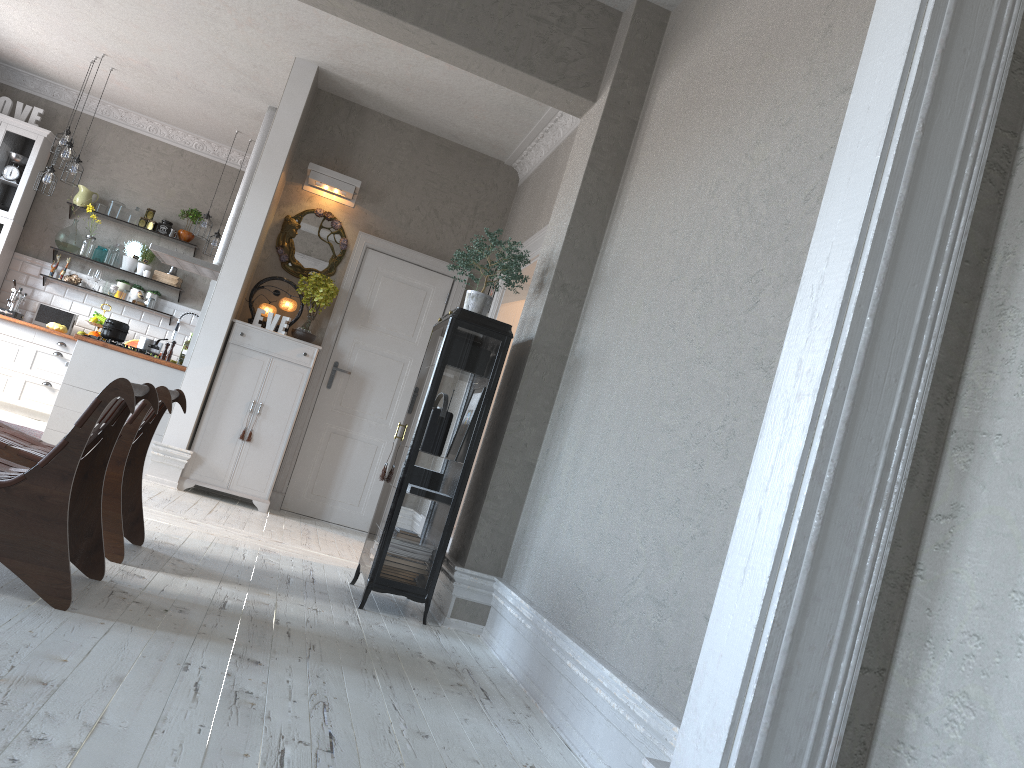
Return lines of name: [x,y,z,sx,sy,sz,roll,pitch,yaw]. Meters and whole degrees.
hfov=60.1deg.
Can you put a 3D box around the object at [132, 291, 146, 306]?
object: [-3.902,-0.899,9.315,0.098,0.147,0.121,11,-9,44]

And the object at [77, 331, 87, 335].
object: [-4.369,-0.499,9.036,0.076,0.072,0.153,15,-6,16]

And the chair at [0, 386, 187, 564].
chair: [-1.965,0.226,3.638,1.027,0.722,0.502,18,-6,-14]

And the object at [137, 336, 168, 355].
object: [-2.721,-0.295,6.791,0.299,0.134,0.177,15,-6,20]

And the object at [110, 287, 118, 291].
object: [-4.141,-0.971,9.201,0.077,0.051,0.077,16,-6,5]

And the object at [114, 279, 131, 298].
object: [-4.123,-1.003,9.337,0.159,0.217,0.153,21,-8,-34]

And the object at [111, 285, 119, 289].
object: [-4.134,-0.995,9.204,0.078,0.051,0.076,20,-7,-28]

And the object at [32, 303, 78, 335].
object: [-4.636,-0.652,8.982,0.355,0.226,0.087,18,-7,-14]

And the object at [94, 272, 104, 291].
object: [-4.327,-1.072,9.255,0.083,0.217,0.080,20,-7,-27]

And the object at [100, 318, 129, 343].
object: [-2.915,-0.392,6.504,0.194,0.147,0.189,21,-7,-34]

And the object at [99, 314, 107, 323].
object: [-4.171,-0.649,9.120,0.180,0.096,0.088,16,-6,6]

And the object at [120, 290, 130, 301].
object: [-4.048,-0.929,9.283,0.079,0.108,0.076,19,-7,-20]

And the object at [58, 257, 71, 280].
object: [-4.621,-1.191,9.164,0.052,0.265,0.062,14,-7,23]

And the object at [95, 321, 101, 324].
object: [-4.210,-0.614,9.008,0.064,0.061,0.066,18,-6,-14]

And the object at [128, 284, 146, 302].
object: [-3.981,-0.951,9.384,0.171,0.214,0.149,15,-7,16]

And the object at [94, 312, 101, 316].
object: [-4.234,-0.709,9.038,0.074,0.058,0.050,21,-8,-37]

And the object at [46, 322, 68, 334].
object: [-4.519,-0.561,8.804,0.199,0.083,0.187,18,-6,-13]

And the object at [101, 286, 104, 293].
object: [-4.266,-0.980,9.288,0.077,0.083,0.078,16,-6,4]

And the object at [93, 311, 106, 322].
object: [-4.178,-0.669,9.049,0.212,0.101,0.066,18,-6,-8]

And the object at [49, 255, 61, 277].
object: [-4.723,-1.223,9.152,0.054,0.265,0.060,23,-9,-42]

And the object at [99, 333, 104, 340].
object: [-4.191,-0.484,9.015,0.088,0.078,0.088,15,-6,13]

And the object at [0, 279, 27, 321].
object: [-4.956,-0.842,8.808,0.208,0.370,0.349,18,-6,-13]

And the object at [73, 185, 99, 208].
object: [-4.432,-1.929,9.189,0.191,0.217,0.173,17,-6,0]

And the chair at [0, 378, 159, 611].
chair: [-1.763,0.199,2.815,1.027,0.722,0.502,18,-6,-14]

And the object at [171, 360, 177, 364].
object: [-3.528,-0.215,9.197,0.117,0.073,0.204,12,-8,39]

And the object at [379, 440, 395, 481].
object: [-0.648,0.396,4.623,0.044,0.234,0.041,13,-8,33]

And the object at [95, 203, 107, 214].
object: [-4.312,-1.828,9.279,0.104,0.111,0.102,18,-6,-14]

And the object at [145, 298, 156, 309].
object: [-3.801,-0.850,9.323,0.079,0.108,0.076,19,-7,-20]

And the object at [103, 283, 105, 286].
object: [-4.256,-1.011,9.292,0.077,0.083,0.078,16,-6,4]

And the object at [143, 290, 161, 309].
object: [-3.830,-0.899,9.434,0.160,0.214,0.151,19,-6,-16]

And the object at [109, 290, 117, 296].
object: [-4.151,-0.938,9.198,0.078,0.051,0.076,19,-6,-21]

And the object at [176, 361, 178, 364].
object: [-3.383,-0.197,9.187,0.129,0.119,0.207,12,-8,39]

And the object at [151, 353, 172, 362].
object: [-3.571,-0.276,9.008,0.228,0.127,0.146,20,-7,-31]

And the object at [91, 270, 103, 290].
object: [-4.304,-1.074,9.169,0.083,0.217,0.080,20,-7,-27]

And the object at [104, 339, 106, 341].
object: [-4.132,-0.480,9.098,0.061,0.120,0.126,16,-6,11]

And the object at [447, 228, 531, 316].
object: [-0.122,-0.560,4.534,0.414,0.507,0.398,17,-6,2]

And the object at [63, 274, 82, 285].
object: [-4.542,-1.089,9.157,0.180,0.111,0.094,21,-8,-36]

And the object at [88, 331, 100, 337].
object: [-4.213,-0.488,8.931,0.109,0.111,0.115,11,-8,43]

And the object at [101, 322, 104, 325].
object: [-4.167,-0.594,9.055,0.077,0.062,0.098,22,-8,-40]

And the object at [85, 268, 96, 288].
object: [-4.409,-1.098,9.237,0.083,0.217,0.080,20,-7,-27]

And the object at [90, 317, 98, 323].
object: [-4.238,-0.649,8.986,0.059,0.069,0.079,16,-6,6]

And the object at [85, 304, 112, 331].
object: [-4.214,-0.619,9.064,0.358,0.426,0.345,20,-7,-28]

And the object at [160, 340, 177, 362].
object: [-2.529,-0.251,6.524,0.073,0.167,0.035,19,-7,-14]

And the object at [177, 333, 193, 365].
object: [-2.579,-0.268,7.056,0.090,0.282,0.081,18,-7,-13]

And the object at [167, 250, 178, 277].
object: [-3.592,-1.292,9.464,0.133,0.288,0.128,20,-7,-28]

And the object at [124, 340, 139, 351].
object: [-3.816,-0.376,8.993,0.234,0.174,0.218,16,-6,8]

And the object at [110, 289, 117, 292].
object: [-4.146,-0.955,9.199,0.078,0.051,0.076,19,-6,-21]

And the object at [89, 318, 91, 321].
object: [-4.274,-0.636,9.052,0.097,0.078,0.099,20,-7,-27]

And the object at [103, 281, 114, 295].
object: [-4.212,-0.999,9.227,0.080,0.140,0.077,22,-8,-41]
